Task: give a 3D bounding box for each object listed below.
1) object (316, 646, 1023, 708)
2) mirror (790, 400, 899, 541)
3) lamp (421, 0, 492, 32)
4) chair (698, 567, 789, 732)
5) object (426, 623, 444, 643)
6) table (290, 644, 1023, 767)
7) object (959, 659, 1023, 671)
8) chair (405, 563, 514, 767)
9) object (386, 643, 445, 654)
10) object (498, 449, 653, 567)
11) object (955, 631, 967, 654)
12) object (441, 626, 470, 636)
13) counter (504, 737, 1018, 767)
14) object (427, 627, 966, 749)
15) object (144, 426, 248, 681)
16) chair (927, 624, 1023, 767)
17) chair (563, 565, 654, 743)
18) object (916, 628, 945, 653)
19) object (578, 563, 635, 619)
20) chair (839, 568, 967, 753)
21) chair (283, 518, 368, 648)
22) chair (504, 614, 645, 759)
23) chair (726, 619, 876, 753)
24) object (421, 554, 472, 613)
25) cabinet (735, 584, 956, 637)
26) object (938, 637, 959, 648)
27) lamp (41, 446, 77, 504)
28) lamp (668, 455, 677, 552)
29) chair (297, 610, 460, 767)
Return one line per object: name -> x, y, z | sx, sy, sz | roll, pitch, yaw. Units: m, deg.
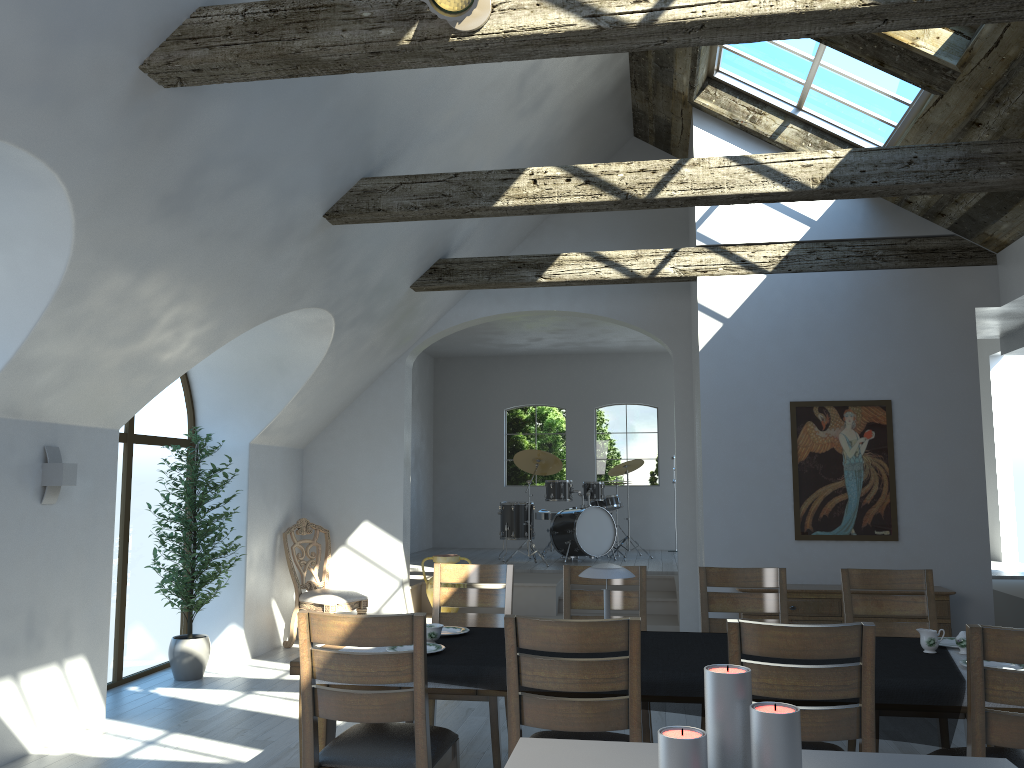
object -> 0.704, 1.189, 3.836 | 2.872, 0.077, 1.050 | -1, -7, 9
mirror -> 2.489, 0.647, 6.666 | 0.736, 1.047, 0.009 | -1, -7, 9
lamp -> -0.192, -1.414, 3.135 | 0.233, 0.311, 0.354 | -1, -7, 9
chair -> 1.215, 1.469, 4.535 | 0.514, 1.006, 0.605 | -1, -7, 9
object -> -0.372, 1.127, 3.991 | 0.130, 0.081, 0.124 | 5, -8, -38
table -> 0.687, 1.520, 3.797 | 3.078, 0.737, 0.939 | -1, -7, 9
object -> 1.862, 1.088, 3.414 | 0.250, 0.017, 0.253 | -1, -7, 9
chair -> -0.257, 1.499, 4.769 | 0.514, 1.006, 0.605 | -1, -7, 9
object -> -0.412, 1.136, 3.792 | 0.250, 0.017, 0.253 | -1, -7, 9
object -> 0.665, 1.574, 11.515 | 2.354, 1.383, 1.465 | 5, -8, -36
object -> 1.902, 1.087, 3.732 | 0.064, 0.092, 0.064 | 1, -7, -13
object -> -0.330, 1.189, 4.256 | 0.250, 0.017, 0.253 | -1, -7, 9
counter -> 0.446, 1.172, 1.381 | 1.029, 0.879, 1.029 | -1, -7, 9
object -> 0.709, 1.261, 3.830 | 2.456, 0.227, 1.073 | -1, -7, 9
object -> -2.444, 1.281, 6.840 | 0.718, 1.920, 0.737 | -4, -7, 28
chair -> 1.717, 1.289, 2.973 | 0.514, 1.006, 0.605 | -1, -7, 9
chair -> 0.479, 1.484, 4.652 | 0.514, 1.006, 0.605 | -1, -7, 9
object -> 1.775, 1.088, 3.763 | 0.100, 0.098, 0.071 | 3, -7, -22
object -> 0.419, 0.972, 3.900 | 0.251, 0.362, 0.251 | -4, -8, 32
chair -> 1.951, 1.454, 4.418 | 0.514, 1.006, 0.605 | -1, -7, 9
chair -> -1.709, 1.815, 8.104 | 0.655, 1.159, 0.552 | -5, -8, 34
chair -> 0.245, 1.319, 3.208 | 0.514, 1.006, 0.605 | -1, -7, 9
chair -> 0.981, 1.304, 3.090 | 0.514, 1.006, 0.605 | -1, -7, 9
object -> -0.652, 2.009, 8.806 | 0.402, 0.605, 0.396 | 4, -8, -34
cabinet -> 2.369, 1.825, 6.375 | 1.481, 0.714, 0.383 | -1, -7, 9
object -> 1.964, 1.145, 3.908 | 0.250, 0.017, 0.253 | -1, -7, 9
lamp -> -2.568, 0.517, 5.033 | 0.127, 0.325, 0.127 | -1, -7, 9
lamp -> 2.361, 1.718, 12.842 | 0.232, 1.383, 0.238 | -1, -7, 9
chair -> -0.490, 1.334, 3.325 | 0.514, 1.006, 0.605 | -1, -7, 9
